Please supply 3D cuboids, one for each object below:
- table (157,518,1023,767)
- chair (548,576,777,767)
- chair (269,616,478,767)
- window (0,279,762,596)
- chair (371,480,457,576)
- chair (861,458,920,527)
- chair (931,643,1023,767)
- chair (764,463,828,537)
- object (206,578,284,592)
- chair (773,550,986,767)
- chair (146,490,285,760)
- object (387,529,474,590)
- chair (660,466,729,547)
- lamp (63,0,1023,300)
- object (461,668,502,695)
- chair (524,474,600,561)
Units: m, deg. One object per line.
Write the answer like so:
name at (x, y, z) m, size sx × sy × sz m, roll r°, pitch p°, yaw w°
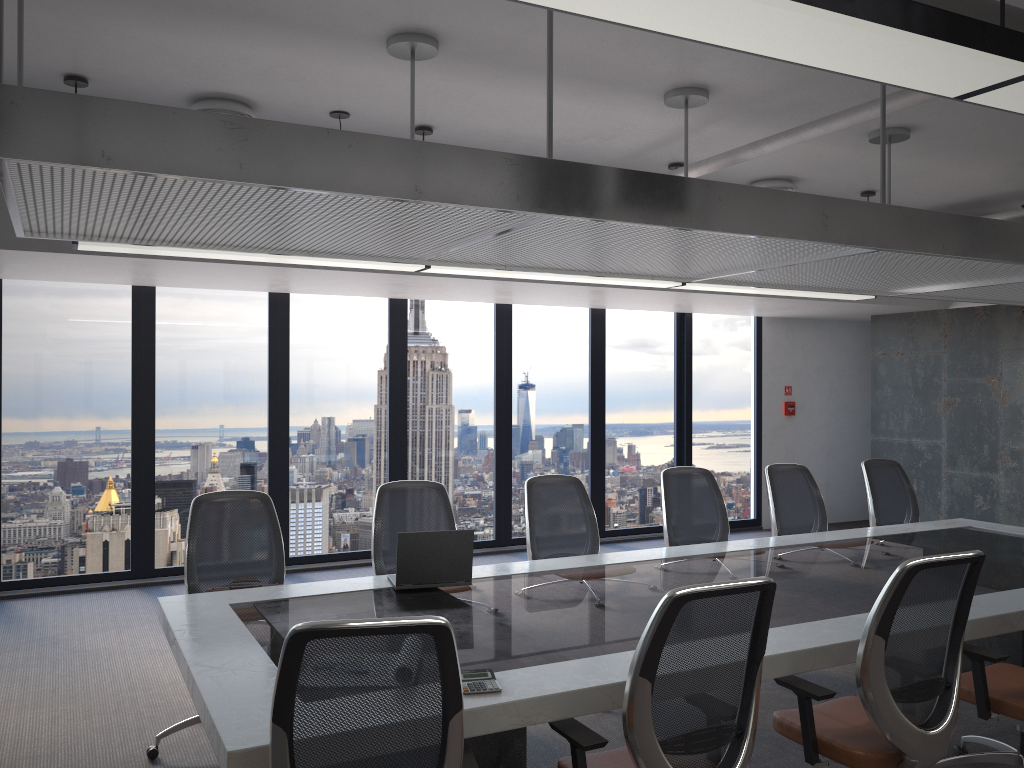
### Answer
table at (1.275, 1.345, 4.410) m, size 5.498 × 0.745 × 1.898 m, roll 0°, pitch 0°, yaw -27°
chair at (0.435, 1.135, 2.818) m, size 0.828 × 1.166 × 0.789 m, roll 0°, pitch 0°, yaw 27°
chair at (-0.430, 1.131, 2.434) m, size 0.828 × 1.166 × 0.789 m, roll 0°, pitch 0°, yaw 43°
window at (-1.122, 0.376, 8.626) m, size 9.225 × 2.670 × 0.121 m, roll 0°, pitch 0°, yaw -27°
chair at (-0.459, 1.138, 4.773) m, size 0.828 × 1.166 × 0.789 m, roll 0°, pitch 0°, yaw 38°
chair at (2.952, 1.151, 6.432) m, size 0.828 × 1.166 × 0.789 m, roll 0°, pitch 0°, yaw 27°
chair at (2.125, 1.141, 3.677) m, size 0.828 × 1.166 × 0.789 m, roll 0°, pitch 0°, yaw 27°
chair at (2.108, 1.147, 6.003) m, size 0.828 × 1.166 × 0.789 m, roll 0°, pitch 0°, yaw 27°
object at (-1.301, 1.103, 4.324) m, size 0.378 × 0.308 × 0.138 m, roll 0°, pitch 0°, yaw -16°
chair at (1.280, 1.138, 3.247) m, size 0.828 × 1.166 × 0.789 m, roll 0°, pitch 0°, yaw 27°
chair at (-1.272, 1.134, 4.285) m, size 0.828 × 1.166 × 0.789 m, roll 0°, pitch 0°, yaw 27°
object at (-0.398, 0.828, 4.300) m, size 0.366 × 0.277 × 0.308 m, roll 0°, pitch 0°, yaw -17°
chair at (1.313, 1.145, 5.698) m, size 0.828 × 1.166 × 0.789 m, roll 0°, pitch 0°, yaw 33°
lamp at (1.208, -1.181, 4.369) m, size 6.097 × 0.908 × 4.126 m, roll 0°, pitch 0°, yaw -27°
object at (-0.109, 0.952, 2.841) m, size 0.126 × 0.026 × 0.161 m, roll 0°, pitch 0°, yaw -13°
chair at (0.418, 1.141, 5.144) m, size 0.828 × 1.166 × 0.789 m, roll 0°, pitch 0°, yaw 27°
